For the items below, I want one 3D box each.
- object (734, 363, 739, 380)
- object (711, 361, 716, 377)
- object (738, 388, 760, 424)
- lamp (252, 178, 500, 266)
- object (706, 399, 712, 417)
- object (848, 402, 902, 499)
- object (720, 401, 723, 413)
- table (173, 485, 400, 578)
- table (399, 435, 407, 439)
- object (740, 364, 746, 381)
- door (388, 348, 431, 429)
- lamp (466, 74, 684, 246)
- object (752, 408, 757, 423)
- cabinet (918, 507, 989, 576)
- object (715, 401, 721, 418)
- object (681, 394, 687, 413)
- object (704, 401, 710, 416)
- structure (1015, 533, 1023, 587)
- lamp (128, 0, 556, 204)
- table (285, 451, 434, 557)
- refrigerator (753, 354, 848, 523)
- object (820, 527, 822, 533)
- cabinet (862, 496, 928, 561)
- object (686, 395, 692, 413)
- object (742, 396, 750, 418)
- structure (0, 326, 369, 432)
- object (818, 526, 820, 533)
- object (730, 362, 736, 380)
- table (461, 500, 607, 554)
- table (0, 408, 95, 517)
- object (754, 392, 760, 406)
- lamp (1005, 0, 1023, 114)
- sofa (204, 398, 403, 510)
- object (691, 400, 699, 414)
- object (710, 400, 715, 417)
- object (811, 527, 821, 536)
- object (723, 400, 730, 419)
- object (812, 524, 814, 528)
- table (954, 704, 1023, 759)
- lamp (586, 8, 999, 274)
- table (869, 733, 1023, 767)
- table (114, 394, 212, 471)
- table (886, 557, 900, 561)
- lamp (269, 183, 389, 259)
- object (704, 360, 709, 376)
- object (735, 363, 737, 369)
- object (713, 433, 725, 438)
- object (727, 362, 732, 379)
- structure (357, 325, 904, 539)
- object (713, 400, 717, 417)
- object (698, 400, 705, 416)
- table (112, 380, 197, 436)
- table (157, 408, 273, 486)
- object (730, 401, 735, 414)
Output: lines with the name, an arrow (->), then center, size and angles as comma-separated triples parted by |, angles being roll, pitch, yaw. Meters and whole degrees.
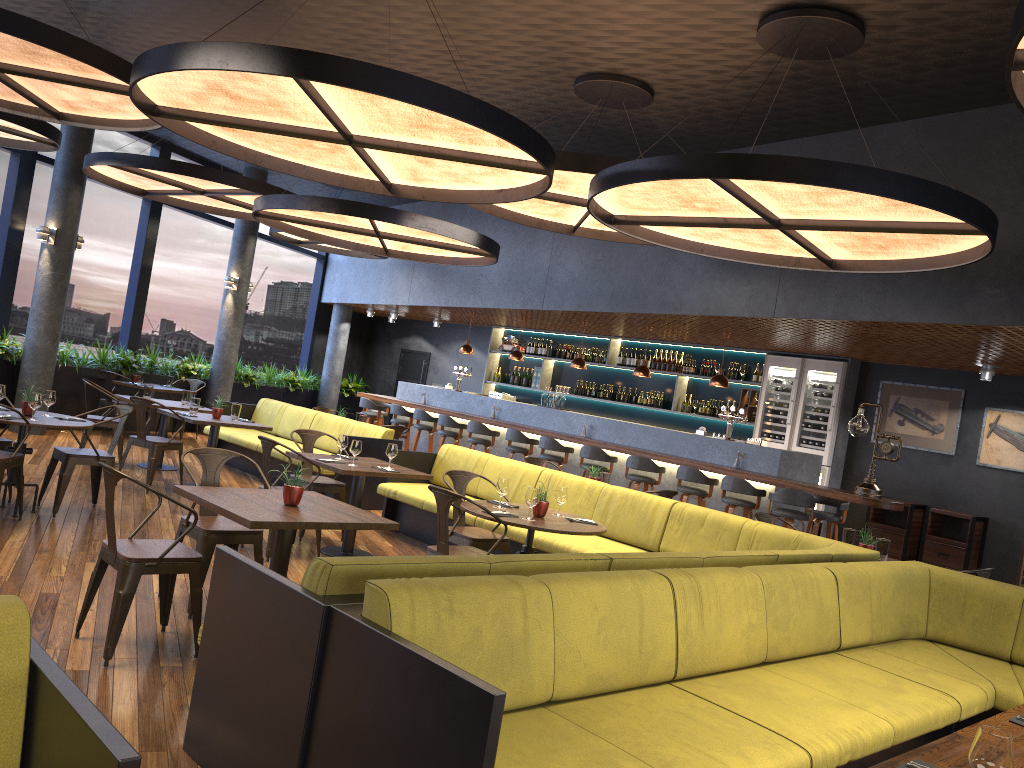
object -> 3.270, -0.177, 12.918 | 0.063, 0.254, 0.063 | 9, 0, 9
object -> 3.003, -0.220, 13.221 | 0.063, 0.254, 0.063 | 9, 0, 34
object -> 3.412, 0.318, 12.635 | 0.161, 0.475, 0.300 | 10, 0, -44
lamp -> -1.409, -2.360, 10.089 | 2.778, 1.475, 2.778 | 9, 0, 11
object -> 2.910, 0.351, 13.055 | 0.063, 0.254, 0.063 | 10, 0, -41
object -> 3.657, 0.667, 9.000 | 0.566, 0.944, 0.263 | 9, 0, 39
object -> 3.084, 0.380, 13.069 | 0.063, 0.254, 0.063 | 10, 0, -36
table -> -1.300, 1.036, 4.867 | 0.887, 0.763, 0.906 | 10, 0, -44
table -> -2.046, 0.948, 11.527 | 0.906, 0.763, 0.887 | 10, 0, -44
object -> 3.372, -0.160, 12.902 | 0.063, 0.254, 0.063 | 10, 0, -36
door -> -2.179, 0.309, 18.690 | 0.137, 2.056, 1.012 | 10, 0, -44
lamp -> 0.858, -2.175, 8.273 | 2.778, 1.159, 2.778 | 9, 0, 7
object -> 3.444, 0.448, 12.583 | 0.097, 0.206, 0.097 | 9, 0, -3
cabinet -> 5.151, 2.006, 10.425 | 0.473, 1.007, 0.553 | 10, 0, -44
object -> 3.030, 0.371, 13.006 | 0.063, 0.254, 0.063 | 9, 0, 9
object -> 2.627, 0.293, 13.497 | 0.079, 0.281, 0.079 | 10, 0, -40
object -> 2.913, 0.368, 13.231 | 0.088, 0.224, 0.088 | 9, 0, 41
structure -> 5.947, 1.273, 9.231 | 1.319, 2.700, 0.050 | 9, 0, -14
lamp -> -0.979, -2.311, 6.005 | 2.778, 1.475, 2.778 | 9, 0, 6
table -> -1.342, 1.043, 7.445 | 0.906, 0.763, 0.887 | 10, 0, -44
refrigerator -> 3.880, 0.712, 12.024 | 0.454, 2.109, 1.159 | 10, 0, -44
object -> 4.097, 1.996, 11.781 | 0.056, 0.205, 0.057 | 9, 0, 22
cabinet -> 4.678, 1.931, 10.929 | 0.473, 1.007, 0.553 | 10, 0, -44
object -> 2.691, 0.303, 13.430 | 0.079, 0.281, 0.079 | 9, 0, 25
object -> 3.357, 0.356, 12.688 | 0.091, 0.369, 0.092 | 9, 0, 16
structure -> -6.171, -0.056, 12.654 | 0.808, 1.413, 17.112 | 9, 0, 21
object -> 4.049, 1.987, 11.742 | 0.056, 0.205, 0.056 | 10, 0, -43
object -> 3.208, -0.188, 12.837 | 0.063, 0.254, 0.063 | 9, 0, -16
table -> 0.088, 1.271, 6.053 | 1.007, 0.760, 1.007 | 9, 0, -6
table -> -3.878, 0.621, 6.944 | 1.007, 0.760, 1.007 | 9, 0, 34
object -> 3.482, 0.217, 12.584 | 0.097, 0.206, 0.097 | 9, 0, -3
lamp -> 3.095, -1.657, 2.525 | 2.778, 1.475, 2.778 | 10, 0, -43
sofa -> -2.682, 0.763, 10.869 | 0.966, 0.914, 3.061 | 10, 0, -44
object -> 2.744, 0.349, 13.287 | 0.097, 0.206, 0.097 | 9, 0, 15
object -> 2.963, 0.360, 13.115 | 0.063, 0.254, 0.063 | 9, 0, -16
object -> 3.912, 1.985, 11.843 | 0.277, 0.206, 0.416 | 10, 0, -41
object -> 3.145, 0.374, 12.946 | 0.079, 0.281, 0.079 | 9, 0, 20
object -> 4.015, 1.983, 11.883 | 0.056, 0.205, 0.057 | 10, 0, -28
table -> 1.929, 1.557, 2.735 | 0.906, 0.763, 0.887 | 10, 0, -44
lamp -> 2.032, -1.812, 6.392 | 2.778, 1.475, 2.778 | 10, 0, -40
table -> 1.287, 1.448, 2.109 | 0.906, 0.763, 0.887 | 10, 0, -44
table -> -4.122, 0.600, 10.426 | 0.906, 0.763, 0.887 | 10, 0, -44
table -> 2.565, 1.683, 6.660 | 0.887, 0.763, 0.906 | 10, 0, -44
lamp -> -2.940, -2.828, 14.743 | 1.979, 1.093, 1.979 | 9, 0, 10
object -> 2.924, -0.232, 13.303 | 0.063, 0.254, 0.063 | 9, 0, 9
object -> 3.265, -0.177, 13.012 | 0.063, 0.254, 0.063 | 9, 0, -16
object -> 3.044, 0.975, 12.962 | 0.204, 0.492, 0.310 | 10, 0, -44
object -> 3.187, -0.191, 12.948 | 0.063, 0.254, 0.063 | 9, 0, -1
structure -> 1.498, 0.558, 12.860 | 2.700, 2.700, 9.298 | 10, 0, -44
object -> 3.016, 0.369, 13.179 | 0.063, 0.254, 0.063 | 9, 0, 9
object -> 2.824, 0.353, 13.167 | 0.088, 0.224, 0.088 | 9, 0, 16
table -> -5.396, 0.404, 13.154 | 0.887, 0.763, 0.906 | 9, 0, 21
table -> -3.239, 0.740, 9.488 | 0.887, 0.763, 0.906 | 10, 0, -44
object -> 3.209, 0.385, 12.878 | 0.079, 0.281, 0.079 | 9, 0, 40
